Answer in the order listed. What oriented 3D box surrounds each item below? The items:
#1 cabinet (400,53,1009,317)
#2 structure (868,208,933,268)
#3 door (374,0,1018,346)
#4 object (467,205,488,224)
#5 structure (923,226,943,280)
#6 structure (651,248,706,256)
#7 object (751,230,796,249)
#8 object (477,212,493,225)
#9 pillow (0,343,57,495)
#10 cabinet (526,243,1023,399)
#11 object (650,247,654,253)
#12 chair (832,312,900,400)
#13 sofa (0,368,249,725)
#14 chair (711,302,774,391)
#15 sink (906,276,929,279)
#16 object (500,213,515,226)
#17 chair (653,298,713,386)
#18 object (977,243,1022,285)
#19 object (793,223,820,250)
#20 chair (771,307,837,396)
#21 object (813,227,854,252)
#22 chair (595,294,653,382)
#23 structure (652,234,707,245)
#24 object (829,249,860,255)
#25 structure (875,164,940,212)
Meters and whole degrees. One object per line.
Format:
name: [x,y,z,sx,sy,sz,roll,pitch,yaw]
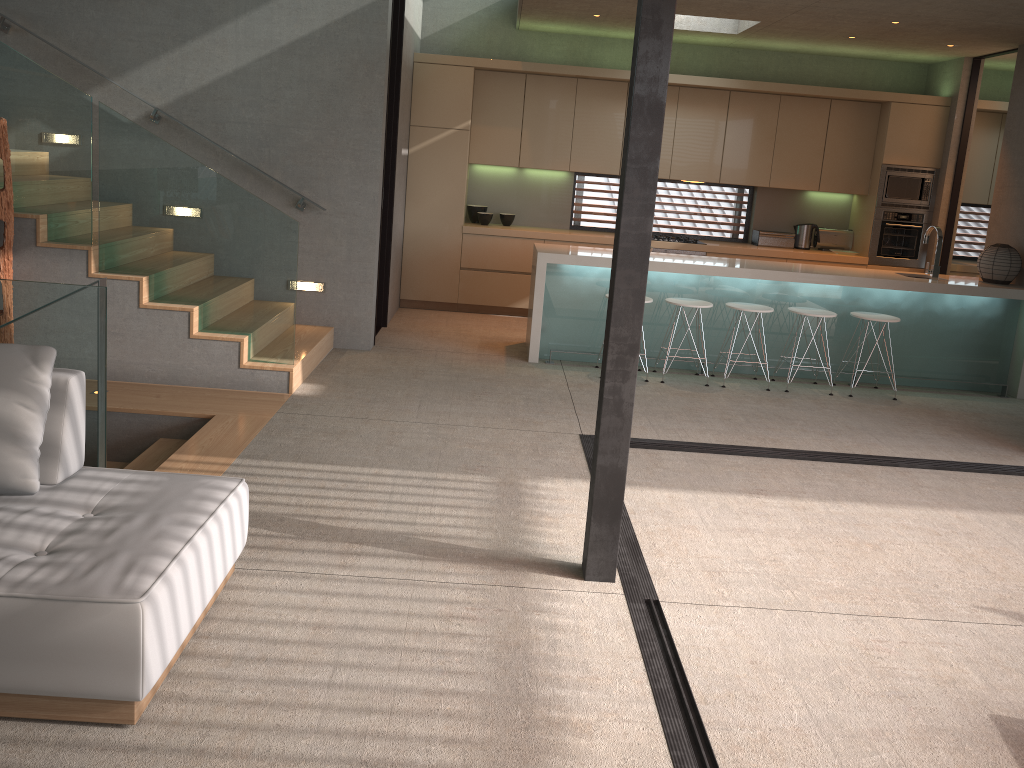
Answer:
cabinet: [2.657,-1.665,8.688,7.467,2.531,1.996,4,12,-2]
structure: [4.000,-1.557,9.317,0.596,0.572,0.505,4,12,-2]
door: [-0.242,-0.476,5.292,15.337,4.411,5.862,-3,15,-29]
object: [-0.380,-1.822,9.503,0.225,0.185,0.229,-1,14,-24]
structure: [3.514,-1.112,7.445,0.097,0.435,0.262,4,11,-2]
structure: [1.565,-1.147,9.143,0.828,0.494,0.080,4,10,-2]
object: [2.835,-1.571,9.586,0.400,0.158,0.244,4,13,-2]
object: [-0.287,-1.743,9.344,0.169,0.125,0.172,1,13,-15]
pillow: [-1.805,0.107,2.989,0.492,0.476,0.270,4,11,-1]
cabinet: [2.216,-0.561,7.553,4.119,0.887,0.813,4,12,-2]
object: [1.025,-1.123,7.419,0.315,0.081,0.321,4,14,-2]
chair: [2.840,-0.235,7.024,0.382,0.615,0.388,4,11,-2]
sofa: [-1.760,0.405,2.790,1.595,0.722,1.029,4,13,-2]
chair: [1.841,-0.308,6.995,0.382,0.615,0.388,4,11,-2]
sink: [3.507,-0.835,7.607,0.374,0.132,0.380,4,14,-2]
object: [-0.054,-1.760,9.482,0.169,0.125,0.172,1,13,-15]
chair: [1.364,-0.343,6.982,0.382,0.615,0.388,4,11,-2]
object: [4.140,-1.023,7.508,0.340,0.330,0.346,2,12,-10]
object: [3.177,-1.598,9.548,0.278,0.281,0.180,5,11,4]
chair: [2.337,-0.272,7.010,0.382,0.615,0.388,4,11,-2]
object: [3.490,-1.568,9.607,0.389,0.244,0.152,4,11,-2]
chair: [0.892,-0.378,6.970,0.382,0.615,0.388,4,11,-2]
structure: [1.589,-1.520,9.335,0.838,0.090,0.471,4,14,-2]
object: [3.511,-1.387,9.329,0.310,0.034,0.314,-5,17,-32]
structure: [4.040,-2.055,9.250,0.596,0.431,0.467,4,12,-2]
